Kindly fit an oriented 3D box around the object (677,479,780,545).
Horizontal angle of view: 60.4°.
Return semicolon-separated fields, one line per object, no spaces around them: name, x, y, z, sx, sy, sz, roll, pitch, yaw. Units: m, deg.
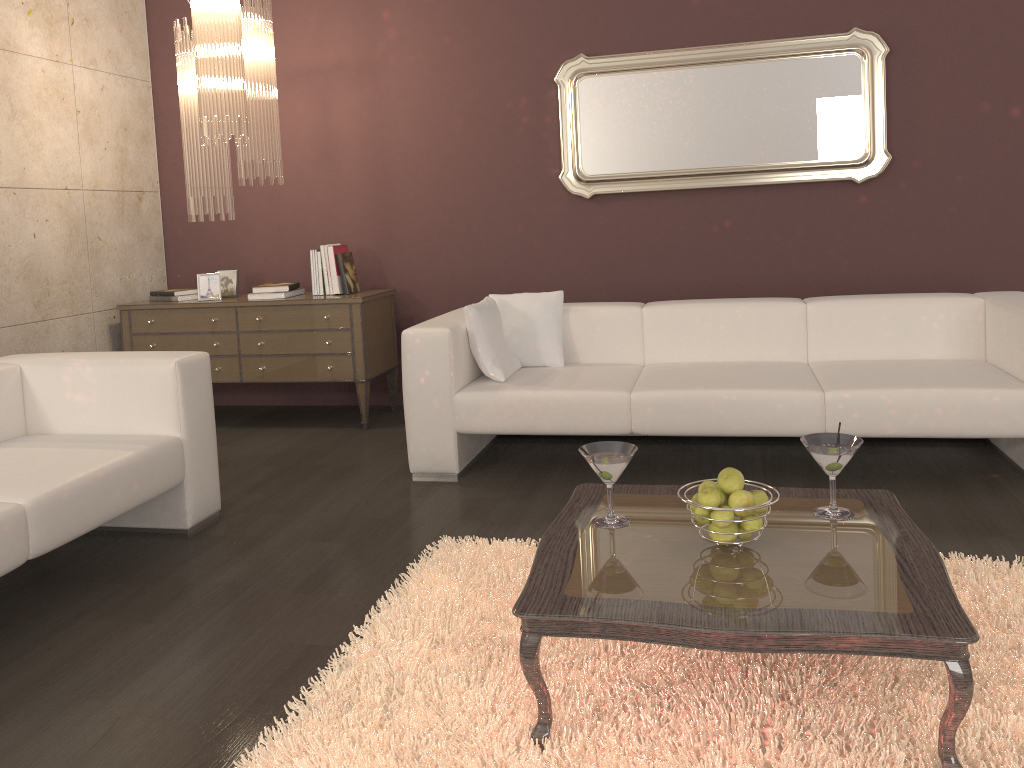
object;0.510;0.315;2.072;0.235;0.117;0.235;-9;11;-31

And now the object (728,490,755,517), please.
object;0.528;0.274;2.020;0.062;0.061;0.057;-5;7;-17

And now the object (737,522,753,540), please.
object;0.545;0.345;2.069;0.044;0.043;0.043;-1;8;17

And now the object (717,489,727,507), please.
object;0.479;0.269;2.061;0.045;0.043;0.046;-5;8;-15

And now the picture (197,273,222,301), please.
picture;-1.759;-0.564;5.114;0.128;0.155;0.051;-5;5;-16

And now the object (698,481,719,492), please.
object;0.479;0.263;2.135;0.054;0.054;0.054;-6;8;-24

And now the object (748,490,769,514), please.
object;0.571;0.278;2.067;0.062;0.054;0.062;-2;8;7

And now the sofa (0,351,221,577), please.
sofa;-1.832;0.370;2.631;0.942;0.643;2.057;-1;10;14

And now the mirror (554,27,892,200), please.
mirror;1.119;-1.464;4.827;1.781;0.817;0.047;-1;4;14

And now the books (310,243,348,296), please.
books;-1.046;-0.665;5.100;0.178;0.287;0.207;-2;6;14

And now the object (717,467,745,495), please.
object;0.511;0.227;2.057;0.062;0.063;0.063;-1;7;14

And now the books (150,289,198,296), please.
books;-2.025;-0.549;5.279;0.233;0.027;0.172;4;13;33

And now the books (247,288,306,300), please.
books;-1.365;-0.525;5.118;0.224;0.035;0.312;-1;11;9

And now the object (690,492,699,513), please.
object;0.456;0.291;2.093;0.066;0.065;0.066;-6;8;-19

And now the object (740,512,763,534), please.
object;0.551;0.319;2.027;0.051;0.047;0.052;-2;8;8

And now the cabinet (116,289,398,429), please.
cabinet;-1.474;-0.148;5.187;1.526;0.723;0.538;-1;7;14

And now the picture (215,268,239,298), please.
picture;-1.711;-0.605;5.279;0.140;0.170;0.078;-3;5;-1

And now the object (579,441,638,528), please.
object;0.251;0.248;2.265;0.151;0.214;0.153;-2;6;6

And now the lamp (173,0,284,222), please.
lamp;-1.442;-2.246;4.429;0.487;2.809;0.485;-6;5;-39

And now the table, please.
table;0.525;0.525;2.103;0.913;0.299;0.918;-1;10;12

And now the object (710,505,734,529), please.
object;0.480;0.304;2.010;0.053;0.051;0.054;-1;8;18

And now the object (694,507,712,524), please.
object;0.446;0.302;2.047;0.045;0.045;0.045;-2;7;5

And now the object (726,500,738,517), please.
object;0.546;0.287;2.115;0.061;0.061;0.062;-6;8;-21

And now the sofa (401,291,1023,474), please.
sofa;0.958;-0.024;3.963;2.780;0.644;0.957;0;9;14

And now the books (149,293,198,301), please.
books;-2.013;-0.524;5.300;0.275;0.031;0.203;4;13;33

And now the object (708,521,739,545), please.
object;0.491;0.340;2.046;0.068;0.063;0.069;-8;9;-31

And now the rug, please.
rug;0.514;0.672;2.102;1.995;0.066;1.532;0;11;13

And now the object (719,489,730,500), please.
object;0.517;0.252;2.105;0.045;0.049;0.050;1;8;28

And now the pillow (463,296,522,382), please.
pillow;-0.090;-0.212;4.064;0.185;0.354;0.381;-2;8;12

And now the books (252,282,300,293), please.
books;-1.372;-0.562;5.133;0.211;0.034;0.293;-3;11;-1

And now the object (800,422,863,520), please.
object;0.814;0.224;2.239;0.151;0.214;0.153;-4;6;-11

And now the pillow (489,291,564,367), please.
pillow;0.068;-0.265;4.302;0.376;0.358;0.171;-1;5;12

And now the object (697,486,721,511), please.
object;0.453;0.264;2.024;0.053;0.051;0.054;-1;8;14

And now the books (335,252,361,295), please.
books;-0.945;-0.639;5.074;0.068;0.235;0.174;-2;6;14
